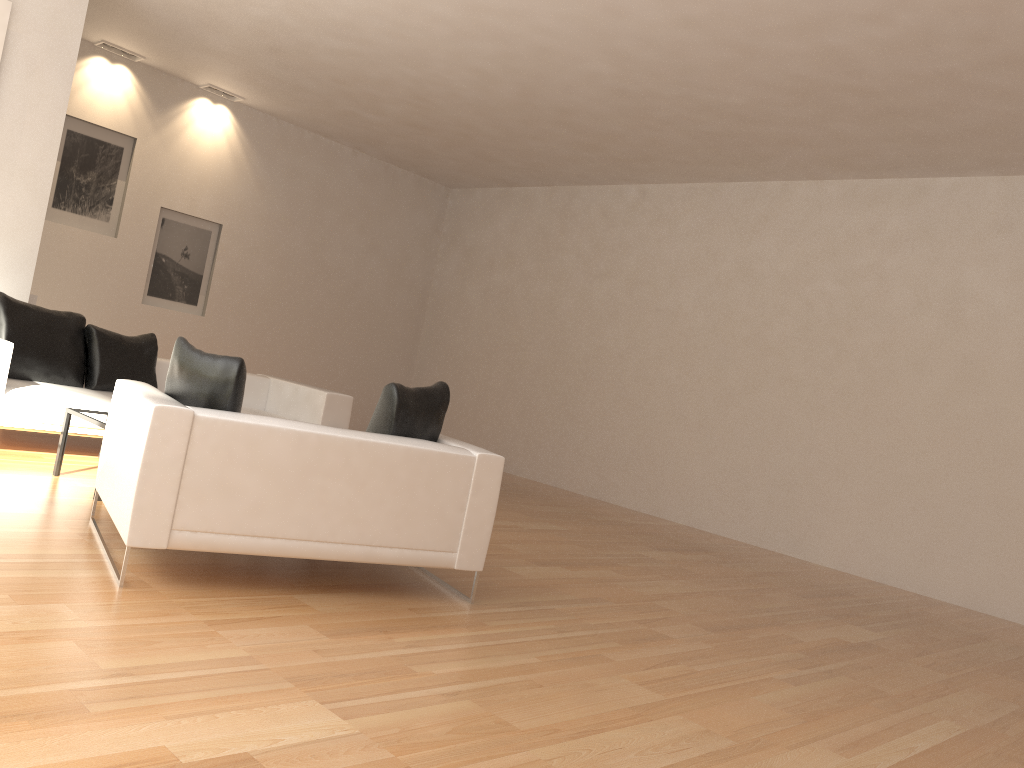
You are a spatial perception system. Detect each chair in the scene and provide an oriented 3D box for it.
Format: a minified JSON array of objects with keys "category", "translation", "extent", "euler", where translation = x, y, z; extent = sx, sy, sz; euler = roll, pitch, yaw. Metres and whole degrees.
[{"category":"chair","translation":[-1.113,0.520,4.478],"extent":[1.671,0.761,1.262],"euler":[11,0,-31]}]

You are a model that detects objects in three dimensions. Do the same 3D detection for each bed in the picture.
[{"category":"bed","translation":[-2.893,0.177,7.080],"extent":[1.262,0.761,3.075],"euler":[11,0,44]}]

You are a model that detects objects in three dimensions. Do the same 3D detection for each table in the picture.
[{"category":"table","translation":[-2.027,0.528,5.814],"extent":[0.709,0.460,1.566],"euler":[11,0,44]}]

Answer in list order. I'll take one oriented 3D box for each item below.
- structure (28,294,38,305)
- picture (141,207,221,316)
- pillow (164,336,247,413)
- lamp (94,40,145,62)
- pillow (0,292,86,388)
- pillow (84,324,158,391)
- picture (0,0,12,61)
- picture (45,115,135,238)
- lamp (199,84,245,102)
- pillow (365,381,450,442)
[{"category":"structure","translation":[-5.415,-0.656,7.438],"extent":[1.839,1.403,4.625],"euler":[11,0,44]},{"category":"picture","translation":[-3.845,-1.404,10.304],"extent":[0.005,1.155,0.802],"euler":[11,0,44]},{"category":"pillow","translation":[-1.471,0.097,4.154],"extent":[0.660,0.598,0.291],"euler":[11,0,33]},{"category":"lamp","translation":[-4.108,-3.570,9.323],"extent":[0.243,0.166,0.446],"euler":[11,0,44]},{"category":"pillow","translation":[-3.518,-0.294,6.558],"extent":[0.346,0.666,0.755],"euler":[11,0,30]},{"category":"pillow","translation":[-3.096,-0.183,7.041],"extent":[0.270,0.524,0.628],"euler":[11,0,28]},{"category":"picture","translation":[-4.218,-2.227,6.291],"extent":[0.004,1.431,0.979],"euler":[11,0,44]},{"category":"picture","translation":[-4.511,-2.203,9.467],"extent":[0.005,1.155,0.802],"euler":[11,0,44]},{"category":"lamp","translation":[-3.309,-3.408,10.168],"extent":[0.243,0.166,0.446],"euler":[11,0,44]},{"category":"pillow","translation":[-0.575,0.283,4.602],"extent":[0.324,0.666,0.506],"euler":[11,0,34]}]
